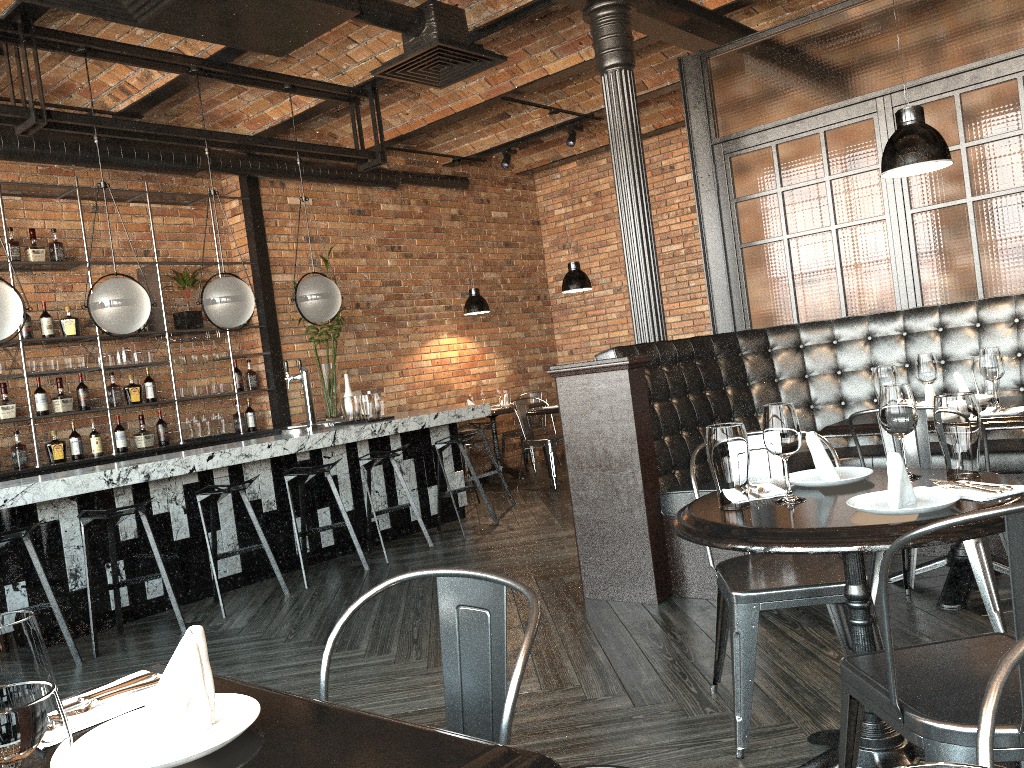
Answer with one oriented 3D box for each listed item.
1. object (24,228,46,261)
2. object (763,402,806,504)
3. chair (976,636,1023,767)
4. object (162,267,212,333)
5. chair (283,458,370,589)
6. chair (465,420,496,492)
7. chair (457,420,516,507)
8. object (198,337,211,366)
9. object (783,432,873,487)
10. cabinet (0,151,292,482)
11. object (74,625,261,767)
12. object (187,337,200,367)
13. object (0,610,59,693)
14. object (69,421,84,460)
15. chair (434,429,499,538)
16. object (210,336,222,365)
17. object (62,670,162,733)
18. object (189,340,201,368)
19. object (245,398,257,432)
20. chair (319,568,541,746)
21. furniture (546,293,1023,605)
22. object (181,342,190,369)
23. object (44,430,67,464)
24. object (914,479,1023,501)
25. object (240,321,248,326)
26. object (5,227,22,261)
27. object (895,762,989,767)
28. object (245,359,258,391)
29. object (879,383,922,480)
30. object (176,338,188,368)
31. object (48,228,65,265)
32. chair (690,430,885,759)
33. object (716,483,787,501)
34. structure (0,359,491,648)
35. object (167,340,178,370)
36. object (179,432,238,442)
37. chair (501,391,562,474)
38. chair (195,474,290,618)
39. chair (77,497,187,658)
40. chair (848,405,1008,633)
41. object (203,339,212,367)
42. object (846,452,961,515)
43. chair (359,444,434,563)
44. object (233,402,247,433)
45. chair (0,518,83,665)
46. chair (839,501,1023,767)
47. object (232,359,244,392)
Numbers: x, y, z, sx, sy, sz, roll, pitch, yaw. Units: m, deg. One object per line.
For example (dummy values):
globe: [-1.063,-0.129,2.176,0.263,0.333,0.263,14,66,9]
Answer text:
object: [-3.623,-1.040,6.728,0.123,0.279,0.123,-6,2,45]
object: [0.675,0.170,2.198,0.092,0.244,0.092,-6,2,40]
chair: [0.616,0.664,0.644,0.504,0.857,0.558,-7,1,36]
object: [-2.766,-0.734,7.615,0.398,0.560,0.374,-7,1,13]
chair: [-1.268,0.868,5.686,0.475,0.737,0.414,-9,2,-44]
chair: [-0.496,0.637,9.054,0.504,0.857,0.558,-6,2,41]
chair: [-0.317,0.703,7.613,0.414,0.737,0.475,-9,2,-44]
object: [-2.641,-0.280,7.612,0.092,0.244,0.092,-8,1,-10]
object: [0.850,0.201,2.405,0.232,0.139,0.232,-7,1,11]
cabinet: [-4.495,-0.176,5.554,0.564,3.779,7.075,-6,2,41]
object: [-0.448,0.398,1.135,0.232,0.139,0.232,-7,1,38]
object: [-2.705,-0.270,7.538,0.092,0.244,0.092,-8,1,-10]
object: [-0.484,0.350,0.856,0.092,0.244,0.092,-7,1,2]
object: [-3.370,0.435,6.844,0.086,0.298,0.086,-7,1,0]
chair: [-0.434,0.738,6.658,0.414,0.737,0.475,-7,1,31]
object: [-2.574,-0.291,7.691,0.092,0.244,0.092,-8,1,-10]
object: [-0.626,0.473,1.313,0.157,0.019,0.255,-6,2,41]
object: [-2.765,-0.266,7.720,0.092,0.244,0.092,-8,1,-10]
object: [-2.366,0.279,8.015,0.086,0.298,0.086,-7,1,0]
chair: [-0.204,0.759,1.284,0.558,0.857,0.504,-9,2,-44]
furniture: [2.922,0.128,3.310,5.451,1.212,1.979,-6,2,41]
object: [-2.829,-0.256,7.646,0.092,0.244,0.092,-8,1,-10]
object: [-3.456,0.474,6.719,0.151,0.248,0.094,-8,2,-40]
object: [1.047,0.238,2.054,0.157,0.019,0.255,-8,1,-19]
object: [-2.461,-0.653,8.048,0.086,0.298,0.086,-7,1,5]
object: [-3.723,-1.027,6.609,0.083,0.282,0.083,-6,2,41]
object: [0.177,0.274,0.323,0.092,0.244,0.092,-7,1,2]
object: [-2.369,-0.080,8.038,0.083,0.282,0.083,-8,2,-39]
object: [1.010,0.124,2.306,0.092,0.244,0.092,-6,2,40]
object: [-2.776,-0.259,7.455,0.092,0.244,0.092,-8,1,-10]
object: [-3.520,-1.059,6.846,0.083,0.282,0.083,-7,1,26]
chair: [0.841,0.592,2.734,0.504,0.857,0.558,-7,1,6]
object: [0.644,0.285,2.356,0.157,0.019,0.255,-7,1,1]
structure: [-2.611,0.692,5.861,1.930,1.430,5.346,-6,2,41]
object: [-2.900,-0.245,7.563,0.092,0.244,0.092,-8,1,-10]
object: [-2.599,0.459,7.620,0.273,0.019,0.437,-6,2,41]
chair: [0.170,0.532,9.916,0.504,0.857,0.558,-7,1,36]
chair: [-1.669,0.930,5.218,0.414,0.737,0.475,-7,1,36]
chair: [-2.084,0.995,4.734,0.475,0.737,0.414,-8,2,-39]
chair: [1.619,0.476,3.389,0.504,0.857,0.558,-6,2,41]
object: [-2.698,-0.277,7.799,0.092,0.244,0.092,-8,1,-10]
object: [0.857,0.210,1.958,0.232,0.139,0.232,-8,1,-5]
chair: [-0.890,0.809,6.127,0.414,0.737,0.475,-7,1,36]
object: [-2.436,0.298,7.912,0.083,0.282,0.083,-7,1,26]
chair: [-2.460,1.053,4.295,0.414,0.737,0.475,-7,1,36]
chair: [0.916,0.603,1.714,0.504,0.857,0.558,-8,1,-4]
object: [-2.460,-0.075,7.937,0.086,0.299,0.086,-7,1,0]
